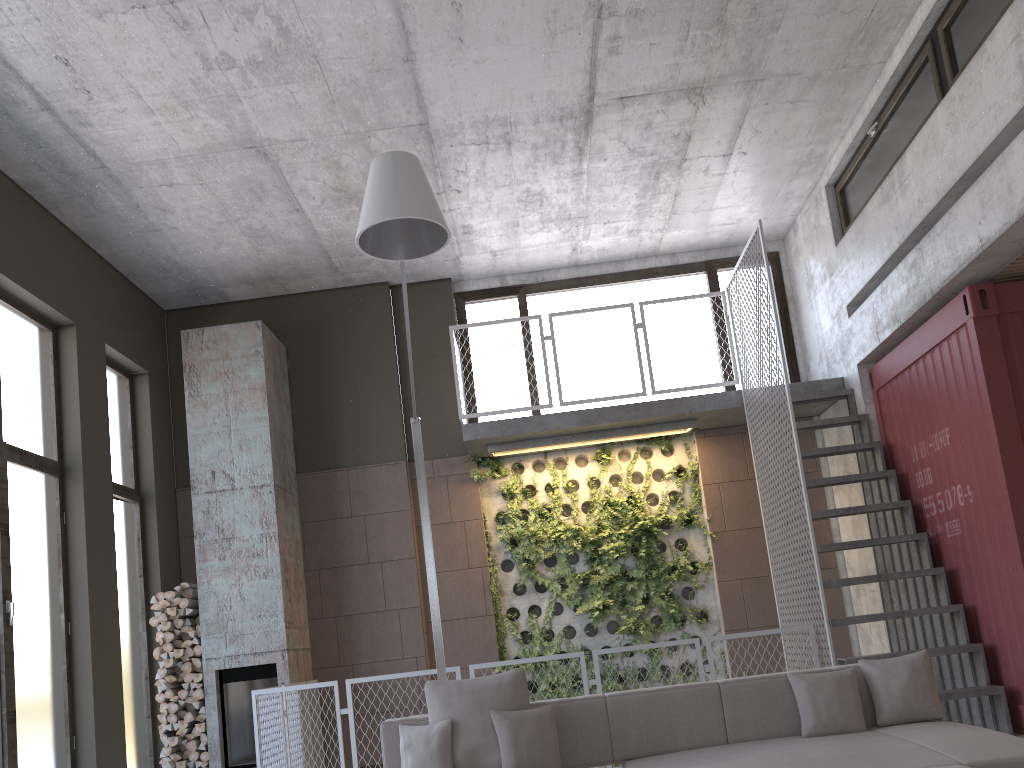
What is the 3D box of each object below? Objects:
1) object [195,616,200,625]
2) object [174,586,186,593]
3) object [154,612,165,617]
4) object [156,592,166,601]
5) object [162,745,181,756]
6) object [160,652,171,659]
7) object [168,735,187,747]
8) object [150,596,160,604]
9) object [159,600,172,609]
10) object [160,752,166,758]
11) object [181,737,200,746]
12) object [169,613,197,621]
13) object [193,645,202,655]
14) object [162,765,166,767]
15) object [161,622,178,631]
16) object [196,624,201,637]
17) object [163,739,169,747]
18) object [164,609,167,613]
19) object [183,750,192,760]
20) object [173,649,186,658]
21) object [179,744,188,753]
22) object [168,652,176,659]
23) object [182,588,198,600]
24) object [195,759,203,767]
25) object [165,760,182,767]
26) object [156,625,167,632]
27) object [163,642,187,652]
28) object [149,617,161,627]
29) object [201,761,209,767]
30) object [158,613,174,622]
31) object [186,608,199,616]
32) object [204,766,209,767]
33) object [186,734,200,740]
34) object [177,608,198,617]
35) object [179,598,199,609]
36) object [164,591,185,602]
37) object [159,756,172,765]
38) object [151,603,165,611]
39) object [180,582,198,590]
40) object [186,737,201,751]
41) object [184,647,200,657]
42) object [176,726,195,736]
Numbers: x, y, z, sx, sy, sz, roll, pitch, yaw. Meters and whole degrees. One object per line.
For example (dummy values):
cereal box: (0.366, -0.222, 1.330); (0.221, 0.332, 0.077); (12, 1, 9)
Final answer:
object: (-2.959, 2.291, 8.497); (0.100, 0.099, 0.301); (-7, -16, 2)
object: (-3.156, 1.994, 8.450); (0.065, 0.071, 0.370); (-7, -16, -1)
object: (-3.314, 2.216, 8.417); (0.066, 0.084, 0.438); (-6, -16, -2)
object: (-3.290, 2.064, 8.452); (0.091, 0.088, 0.469); (-7, -16, -1)
object: (-3.141, 3.424, 8.247); (0.091, 0.087, 0.469); (-7, -16, 2)
object: (-3.245, 2.599, 8.389); (0.067, 0.065, 0.436); (-7, -16, 0)
object: (-3.082, 3.331, 8.230); (0.093, 0.081, 0.494); (-7, -16, 0)
object: (-3.352, 2.078, 8.422); (0.067, 0.067, 0.436); (-7, -16, 0)
object: (-3.240, 2.118, 8.401); (0.113, 0.077, 0.448); (-7, -16, 0)
object: (-3.197, 3.459, 8.275); (0.067, 0.069, 0.436); (-7, -16, 1)
object: (-3.010, 3.351, 8.258); (0.064, 0.072, 0.370); (-7, -16, 2)
object: (-3.148, 2.244, 8.415); (0.115, 0.077, 0.448); (-7, -16, 0)
object: (-2.921, 2.546, 8.395); (0.091, 0.089, 0.451); (-7, -16, 0)
object: (-3.157, 3.587, 8.239); (0.067, 0.082, 0.438); (-7, -16, 3)
object: (-3.207, 2.316, 8.382); (0.093, 0.081, 0.494); (-7, -16, 0)
object: (-2.933, 2.368, 8.412); (0.063, 0.122, 0.375); (-7, -16, -1)
object: (-3.155, 3.351, 8.233); (0.067, 0.065, 0.436); (-7, -16, 0)
object: (-3.255, 2.205, 8.502); (0.071, 0.069, 0.436); (-7, -16, 0)
object: (-2.983, 3.477, 8.284); (0.101, 0.084, 0.374); (-7, -16, 1)
object: (-3.090, 2.571, 8.384); (0.093, 0.081, 0.494); (-7, -16, 0)
object: (-3.046, 3.439, 8.328); (0.104, 0.099, 0.301); (-7, -16, 1)
object: (-3.164, 2.591, 8.386); (0.067, 0.065, 0.436); (-7, -16, 0)
object: (-3.086, 2.041, 8.498); (0.099, 0.105, 0.303); (-7, -16, 1)
object: (-2.853, 3.542, 8.236); (0.067, 0.065, 0.435); (-7, -16, 1)
object: (-3.104, 3.524, 8.159); (0.071, 0.070, 0.435); (-7, -16, 1)
object: (-3.281, 2.335, 8.385); (0.067, 0.065, 0.436); (-7, -16, 0)
object: (-3.210, 2.521, 8.405); (0.092, 0.090, 0.451); (-7, -16, 0)
object: (-3.333, 2.279, 8.391); (0.091, 0.089, 0.451); (-7, -16, 0)
object: (-2.808, 3.510, 8.127); (0.063, 0.046, 0.258); (-7, -16, -1)
object: (-3.249, 2.243, 8.388); (0.091, 0.087, 0.469); (-7, -16, 0)
object: (-3.010, 2.184, 8.404); (0.066, 0.065, 0.436); (-7, -16, 0)
object: (-2.807, 3.583, 8.117); (0.101, 0.100, 0.301); (-7, -16, -1)
object: (-2.956, 3.298, 8.236); (0.089, 0.055, 0.342); (-7, -16, 1)
object: (-3.090, 2.194, 8.406); (0.067, 0.064, 0.436); (-7, -16, 0)
object: (-3.060, 2.111, 8.410); (0.093, 0.090, 0.451); (-7, -16, 0)
object: (-3.202, 2.034, 8.365); (0.104, 0.100, 0.301); (-7, -16, 0)
object: (-3.180, 3.515, 8.238); (0.122, 0.066, 0.375); (-7, -16, 0)
object: (-3.335, 2.152, 8.439); (0.122, 0.066, 0.374); (-7, -16, 1)
object: (-3.098, 1.958, 8.479); (0.087, 0.054, 0.342); (-7, -16, 0)
object: (-2.943, 3.361, 8.195); (0.098, 0.104, 0.303); (-7, -16, 0)
object: (-3.006, 2.566, 8.401); (0.091, 0.087, 0.469); (-7, -16, 0)
object: (-3.023, 3.260, 8.263); (0.115, 0.077, 0.448); (-7, -16, 0)
